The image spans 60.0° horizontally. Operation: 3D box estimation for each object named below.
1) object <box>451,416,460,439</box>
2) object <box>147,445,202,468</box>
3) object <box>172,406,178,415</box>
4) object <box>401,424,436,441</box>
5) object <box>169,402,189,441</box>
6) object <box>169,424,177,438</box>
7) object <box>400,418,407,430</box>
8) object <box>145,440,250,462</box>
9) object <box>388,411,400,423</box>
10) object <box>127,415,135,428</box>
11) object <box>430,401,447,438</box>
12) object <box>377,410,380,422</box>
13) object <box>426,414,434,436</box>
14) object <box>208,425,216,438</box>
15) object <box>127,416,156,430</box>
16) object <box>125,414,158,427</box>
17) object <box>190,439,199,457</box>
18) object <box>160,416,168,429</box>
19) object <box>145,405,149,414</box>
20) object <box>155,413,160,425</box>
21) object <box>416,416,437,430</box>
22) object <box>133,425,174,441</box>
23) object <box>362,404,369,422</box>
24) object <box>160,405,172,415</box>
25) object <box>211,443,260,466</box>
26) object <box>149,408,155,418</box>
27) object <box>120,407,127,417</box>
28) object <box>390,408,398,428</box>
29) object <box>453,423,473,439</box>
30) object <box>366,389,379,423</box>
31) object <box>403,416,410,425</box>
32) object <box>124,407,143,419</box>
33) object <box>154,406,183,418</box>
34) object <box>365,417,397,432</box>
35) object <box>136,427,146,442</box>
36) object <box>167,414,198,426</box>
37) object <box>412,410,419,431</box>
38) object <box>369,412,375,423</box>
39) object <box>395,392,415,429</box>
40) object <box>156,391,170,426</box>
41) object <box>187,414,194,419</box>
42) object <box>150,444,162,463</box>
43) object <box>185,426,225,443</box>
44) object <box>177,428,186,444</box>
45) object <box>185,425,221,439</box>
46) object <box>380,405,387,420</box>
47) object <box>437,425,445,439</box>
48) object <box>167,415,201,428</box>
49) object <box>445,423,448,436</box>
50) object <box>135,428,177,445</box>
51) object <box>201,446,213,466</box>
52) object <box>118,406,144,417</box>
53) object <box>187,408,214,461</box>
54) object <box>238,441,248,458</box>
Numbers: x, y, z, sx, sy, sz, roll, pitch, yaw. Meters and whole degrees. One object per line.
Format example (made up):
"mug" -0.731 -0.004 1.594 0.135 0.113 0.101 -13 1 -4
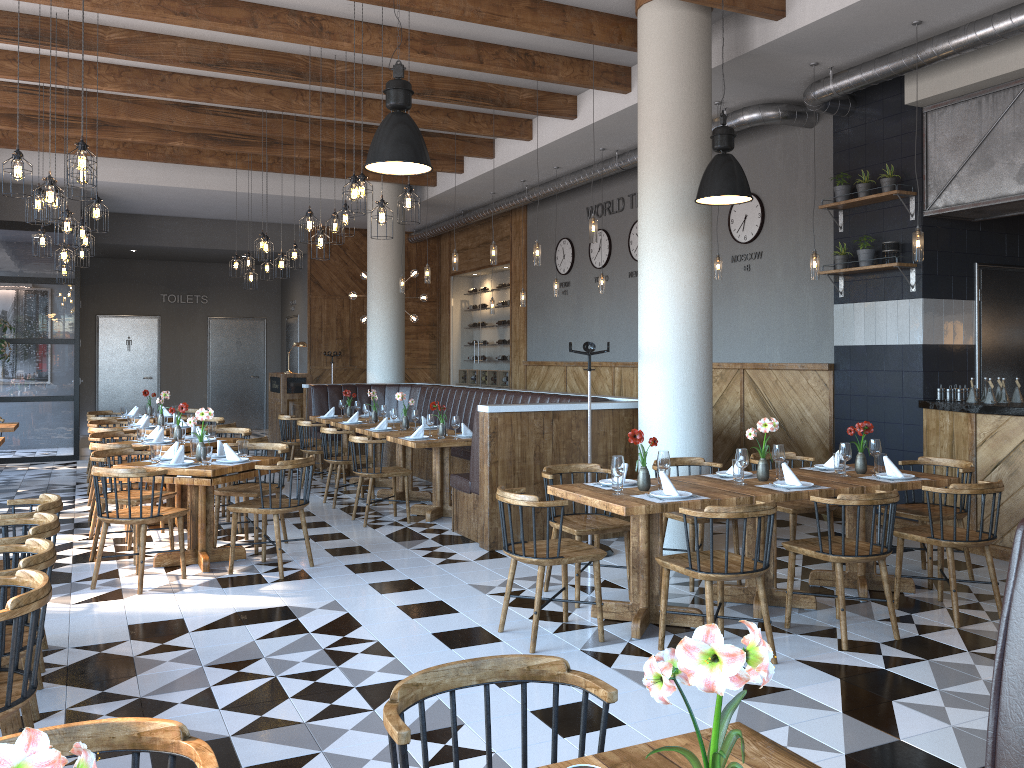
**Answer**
"object" -0.534 0.414 8.399 0.081 0.215 0.081 0 -1 33
"object" -2.407 0.513 6.369 0.352 0.137 0.272 0 1 19
"object" -4.471 0.357 11.745 0.080 0.132 0.080 0 0 -1
"object" -0.901 0.452 8.427 0.272 0.137 0.352 -1 1 -26
"object" -3.076 0.349 8.212 0.171 0.355 0.156 0 0 29
"object" -3.248 0.452 8.508 0.080 0.132 0.080 0 0 -21
"object" -1.154 0.426 9.412 0.080 0.132 0.080 0 0 -21
"object" -2.396 0.501 6.764 0.577 0.137 0.582 1 2 19
"object" -1.399 0.386 10.656 0.272 0.137 0.352 -1 1 -26
"object" -4.201 0.415 9.769 0.080 0.132 0.080 0 0 -11
"object" -0.710 0.339 8.546 0.171 0.355 0.156 0 0 -23
"object" -1.636 0.388 10.693 0.080 0.132 0.080 0 0 -26
"object" -0.803 0.405 8.703 0.081 0.215 0.081 0 0 -17
"object" -2.837 0.456 8.379 0.080 0.132 0.080 0 0 -21
"object" -4.004 0.416 9.659 0.352 0.137 0.272 0 1 19
"object" -4.175 0.406 9.996 0.272 0.137 0.352 0 1 19
"object" -2.466 0.500 6.896 0.080 0.132 0.080 0 0 29
"object" -3.781 0.419 9.631 0.080 0.132 0.080 0 0 -11
"object" -4.883 0.353 11.874 0.080 0.132 0.080 0 0 -1
"object" -4.060 0.403 10.180 0.080 0.132 0.080 0 0 -11
"object" -0.915 0.416 9.659 0.272 0.137 0.352 -1 1 -26
"object" -3.358 0.455 8.321 0.272 0.137 0.352 0 1 19
"object" -1.763 0.347 10.679 0.081 0.215 0.081 0 -1 -34
"object" -4.660 0.351 11.857 0.352 0.137 0.272 0 1 19
"object" -2.067 0.508 6.537 0.272 0.137 0.352 0 1 19
"object" -4.603 0.369 11.325 0.080 0.132 0.080 0 0 -11
"object" -5.023 0.365 11.463 0.080 0.132 0.080 0 0 39
"object" -1.294 0.375 9.713 0.081 0.215 0.081 0 -1 28
"object" -0.425 0.445 8.648 0.272 0.137 0.352 -1 1 -26
"object" -1.660 0.258 10.550 0.146 0.400 0.206 0 0 -18
"object" -1.155 0.417 9.702 0.080 0.132 0.080 0 0 -26
"object" -4.829 0.366 11.352 0.352 0.137 0.272 0 1 19
"object" -4.490 0.361 11.520 0.272 0.137 0.352 0 1 19
"object" -1.392 0.422 9.437 0.272 0.137 0.352 -1 1 -26
"object" -3.389 0.464 8.097 0.080 0.132 0.080 0 0 -21
"object" -3.835 0.401 10.164 0.352 0.137 0.272 0 1 19
"object" -1.026 0.384 9.413 0.081 0.215 0.081 0 -1 28
"object" -1.647 0.396 10.426 0.080 0.132 0.080 0 0 -41
"object" -1.156 0.287 9.574 0.206 0.400 0.146 0 0 -24
"object" -3.897 0.277 9.912 0.146 0.400 0.206 0 0 -14
"object" -3.649 0.407 10.051 0.080 0.132 0.080 0 0 -11
"object" -2.607 0.512 6.485 0.080 0.132 0.080 0 0 39
"object" -2.848 0.460 8.152 0.272 0.137 0.352 0 1 19
"object" -2.969 0.468 7.959 0.080 0.132 0.080 0 0 -11
"object" -3.019 0.450 8.489 0.352 0.137 0.272 0 1 19
"object" -1.507 0.355 10.404 0.081 0.215 0.081 0 0 5
"object" -0.673 0.455 8.421 0.080 0.132 0.080 0 0 -41
"object" -3.664 0.411 9.827 0.272 0.137 0.352 0 1 19
"object" -0.663 0.447 8.688 0.080 0.132 0.080 0 0 -26
"object" -3.187 0.465 7.984 0.352 0.137 0.272 0 1 19
"object" -2.187 0.516 6.347 0.080 0.132 0.080 0 0 39
"object" -5.000 0.356 11.689 0.272 0.137 0.352 0 1 19
"object" -2.319 0.375 6.593 0.206 0.400 0.146 0 0 -6
"object" -2.055 0.503 6.767 0.080 0.132 0.080 0 0 29
